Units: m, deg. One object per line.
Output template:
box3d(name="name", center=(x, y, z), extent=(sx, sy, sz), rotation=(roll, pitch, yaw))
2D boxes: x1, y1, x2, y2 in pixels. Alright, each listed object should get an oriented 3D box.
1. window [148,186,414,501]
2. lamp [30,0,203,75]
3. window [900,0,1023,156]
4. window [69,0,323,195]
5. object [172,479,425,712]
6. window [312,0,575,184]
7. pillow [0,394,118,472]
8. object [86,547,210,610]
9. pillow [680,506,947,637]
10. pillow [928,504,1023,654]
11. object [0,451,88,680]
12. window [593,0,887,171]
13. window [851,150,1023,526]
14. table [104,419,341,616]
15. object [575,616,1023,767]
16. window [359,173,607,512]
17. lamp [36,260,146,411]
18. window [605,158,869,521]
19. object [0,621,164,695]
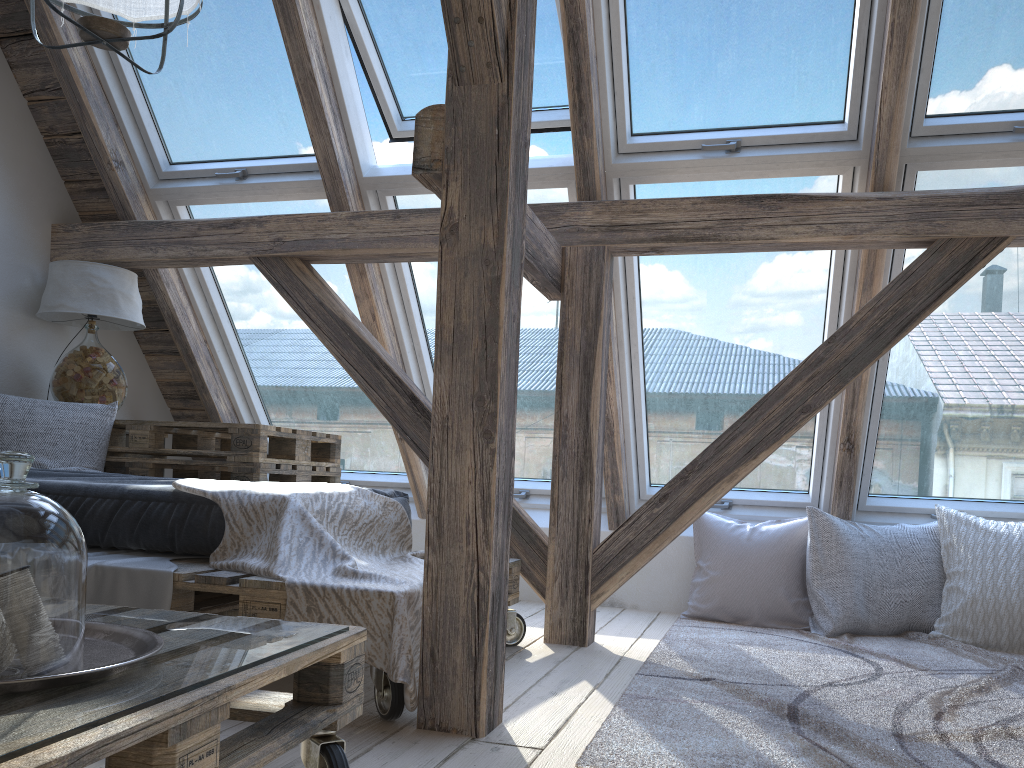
box3d(name="window", center=(-0.923, -0.128, 3.920), extent=(0.854, 1.274, 1.101), rotation=(2, -2, 16))
box3d(name="lamp", center=(-0.859, -1.503, 1.920), extent=(0.401, 1.515, 0.406), rotation=(2, 0, -33))
box3d(name="window", center=(1.513, -1.396, 2.193), extent=(0.854, 1.274, 1.101), rotation=(2, -2, 16))
box3d(name="window", center=(-1.139, -1.436, 2.945), extent=(0.854, 1.274, 1.101), rotation=(2, -2, 16))
box3d(name="object", center=(-0.331, 0.510, 2.339), extent=(0.815, 0.472, 1.009), rotation=(7, -7, -44))
box3d(name="window", center=(-0.242, -1.417, 2.739), extent=(0.854, 1.273, 1.357), rotation=(2, -3, 16))
box3d(name="pillow", center=(-1.818, 0.114, 2.961), extent=(0.386, 0.398, 0.974), rotation=(1, -5, 32))
box3d(name="object", center=(-1.145, 0.549, 2.290), extent=(0.708, 0.276, 0.507), rotation=(3, -5, 0))
box3d(name="pillow", center=(1.254, 0.752, 3.498), extent=(1.132, 0.524, 0.437), rotation=(2, -2, 8))
box3d(name="pillow", center=(2.204, 0.728, 3.202), extent=(1.270, 0.562, 0.470), rotation=(1, -3, 17))
box3d(name="object", center=(-0.550, 0.196, 0.962), extent=(0.156, 0.247, 0.156), rotation=(3, -1, -16))
box3d(name="window", center=(0.629, -1.409, 2.444), extent=(0.854, 1.274, 1.101), rotation=(2, -2, 16))
box3d(name="window", center=(1.729, -0.087, 3.168), extent=(0.854, 1.274, 1.101), rotation=(2, -2, 16))
box3d(name="table", center=(-1.318, 0.527, 3.624), extent=(1.015, 0.701, 0.678), rotation=(2, -3, 16))
box3d(name="object", center=(1.943, 0.850, 2.269), extent=(3.182, 0.056, 2.203), rotation=(1, -7, 16))
box3d(name="window", center=(-0.039, -0.114, 3.670), extent=(0.854, 1.274, 1.101), rotation=(2, -2, 16))
box3d(name="lamp", center=(-1.880, 0.188, 3.453), extent=(0.823, 1.283, 0.389), rotation=(3, 0, 2))
box3d(name="window", center=(0.845, -0.101, 3.419), extent=(0.854, 1.274, 1.101), rotation=(2, -2, 16))
box3d(name="object", center=(-0.617, 0.315, 1.025), extent=(0.394, 0.021, 0.397), rotation=(-2, -8, 35))
